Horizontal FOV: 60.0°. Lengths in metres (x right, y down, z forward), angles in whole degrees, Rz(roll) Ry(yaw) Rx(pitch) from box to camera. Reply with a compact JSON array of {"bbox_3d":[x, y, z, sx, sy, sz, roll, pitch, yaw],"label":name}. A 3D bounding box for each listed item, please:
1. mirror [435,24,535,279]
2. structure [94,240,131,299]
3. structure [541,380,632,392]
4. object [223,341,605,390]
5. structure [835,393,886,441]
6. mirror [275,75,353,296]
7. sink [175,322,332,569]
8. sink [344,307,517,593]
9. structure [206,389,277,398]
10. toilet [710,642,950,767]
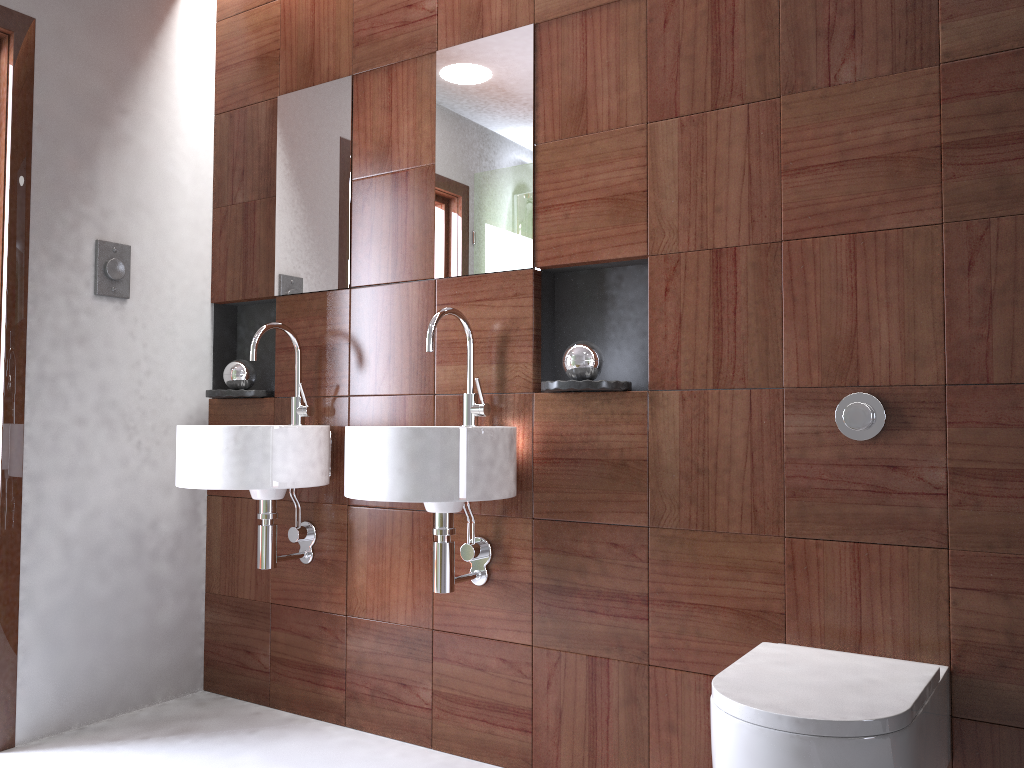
[{"bbox_3d":[-0.076,-0.609,2.364,0.316,0.635,0.010,-1,-3,33],"label":"mirror"},{"bbox_3d":[-1.190,-0.342,2.649,0.028,0.164,0.109,-1,-3,33],"label":"structure"},{"bbox_3d":[0.182,0.006,2.170,0.220,0.023,0.222,-1,-3,23],"label":"structure"},{"bbox_3d":[-0.349,-0.041,2.503,1.350,0.104,0.104,-1,-3,33],"label":"object"},{"bbox_3d":[0.704,0.066,1.799,0.098,0.098,0.034,-1,-3,33],"label":"structure"},{"bbox_3d":[-0.607,-0.596,2.709,0.316,0.635,0.010,-1,-3,33],"label":"mirror"},{"bbox_3d":[-0.725,0.175,2.503,0.415,0.715,0.417,-1,-3,33],"label":"sink"},{"bbox_3d":[-0.195,0.161,2.159,0.415,0.715,0.417,-1,-3,33],"label":"sink"},{"bbox_3d":[-0.869,0.033,2.853,0.222,0.023,0.220,1,-3,-7],"label":"structure"},{"bbox_3d":[0.555,0.653,1.564,0.329,0.284,0.547,-1,-3,33],"label":"toilet"}]
